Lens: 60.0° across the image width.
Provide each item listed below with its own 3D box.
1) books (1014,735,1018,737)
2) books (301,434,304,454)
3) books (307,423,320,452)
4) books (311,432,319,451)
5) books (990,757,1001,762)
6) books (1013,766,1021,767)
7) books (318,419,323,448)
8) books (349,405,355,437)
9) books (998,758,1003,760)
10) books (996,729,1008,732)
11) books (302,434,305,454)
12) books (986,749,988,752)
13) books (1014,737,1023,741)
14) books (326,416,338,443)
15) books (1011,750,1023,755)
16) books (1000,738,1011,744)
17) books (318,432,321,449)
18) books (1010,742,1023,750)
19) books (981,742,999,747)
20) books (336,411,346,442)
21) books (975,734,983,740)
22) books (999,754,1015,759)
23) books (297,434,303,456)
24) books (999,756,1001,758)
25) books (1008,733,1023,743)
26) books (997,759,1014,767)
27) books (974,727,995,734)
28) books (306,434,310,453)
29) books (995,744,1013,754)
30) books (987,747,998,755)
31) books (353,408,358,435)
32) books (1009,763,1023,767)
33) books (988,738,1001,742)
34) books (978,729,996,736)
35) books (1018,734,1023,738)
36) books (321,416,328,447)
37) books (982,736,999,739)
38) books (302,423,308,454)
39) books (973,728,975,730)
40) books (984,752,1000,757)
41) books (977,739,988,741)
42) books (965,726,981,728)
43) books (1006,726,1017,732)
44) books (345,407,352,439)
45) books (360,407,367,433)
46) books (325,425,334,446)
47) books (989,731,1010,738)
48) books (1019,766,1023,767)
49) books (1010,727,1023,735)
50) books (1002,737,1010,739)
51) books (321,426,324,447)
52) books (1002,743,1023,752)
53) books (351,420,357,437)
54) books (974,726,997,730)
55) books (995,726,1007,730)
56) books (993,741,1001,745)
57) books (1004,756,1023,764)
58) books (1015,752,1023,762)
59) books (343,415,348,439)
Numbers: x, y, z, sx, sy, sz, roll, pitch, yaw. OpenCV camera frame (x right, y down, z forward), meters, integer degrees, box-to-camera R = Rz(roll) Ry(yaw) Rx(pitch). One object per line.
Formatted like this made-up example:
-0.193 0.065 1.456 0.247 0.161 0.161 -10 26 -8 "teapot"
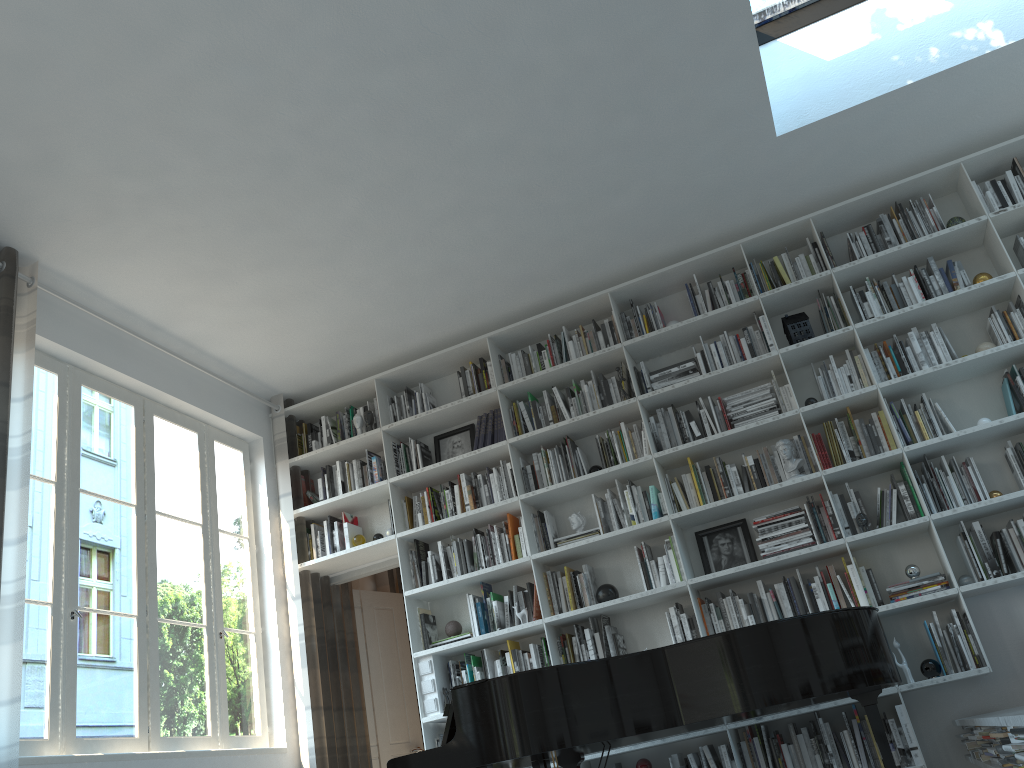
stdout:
1.377 0.877 2.270 0.178 0.010 0.196 -22 -27 20 "books"
-1.431 0.476 6.249 0.024 0.227 0.130 -19 -26 16 "books"
-1.365 0.423 6.216 0.025 0.268 0.177 -19 -26 16 "books"
-1.333 0.451 6.192 0.028 0.185 0.182 -19 -26 16 "books"
1.869 1.379 3.288 0.157 0.014 0.181 -18 -26 13 "books"
1.517 1.064 2.488 0.171 0.005 0.298 -19 -26 15 "books"
-1.293 0.396 6.206 0.010 0.280 0.161 -19 -26 16 "books"
-1.080 0.312 6.161 0.029 0.313 0.129 -19 -25 16 "books"
1.745 1.274 3.023 0.161 0.008 0.255 -22 -27 20 "books"
1.621 1.075 2.792 0.157 0.007 0.269 -19 -26 16 "books"
-1.413 0.467 6.233 0.023 0.222 0.151 -19 -26 16 "books"
1.863 1.350 3.301 0.165 0.011 0.205 -19 -26 16 "books"
1.389 0.888 2.261 0.175 0.006 0.252 -19 -26 16 "books"
-1.202 0.365 6.158 0.057 0.261 0.191 -19 -26 16 "books"
1.505 1.025 2.508 0.171 0.007 0.261 -21 -26 18 "books"
1.627 1.106 2.779 0.142 0.017 0.240 -17 -25 12 "books"
-1.298 0.446 6.208 0.031 0.195 0.145 -19 -26 16 "books"
1.385 0.907 2.256 0.168 0.013 0.282 -17 -25 11 "books"
1.855 1.334 3.311 0.159 0.011 0.247 -17 -25 12 "books"
-1.154 0.346 6.163 0.039 0.281 0.182 -19 -26 16 "books"
1.838 1.307 3.329 0.183 0.016 0.199 -22 -27 20 "books"
1.622 1.145 2.766 0.177 0.011 0.221 -20 -26 18 "books"
-1.456 0.478 6.234 0.014 0.218 0.189 -19 -26 16 "books"
1.874 1.367 3.290 0.140 0.008 0.284 -18 -26 14 "books"
1.510 0.991 2.519 0.141 0.028 0.223 -17 -25 11 "books"
1.617 1.164 2.761 0.189 0.009 0.291 -21 -26 18 "books"
1.842 1.291 3.333 0.171 0.015 0.253 -18 -26 13 "books"
-1.379 0.465 6.212 0.024 0.194 0.167 -19 -26 16 "books"
1.621 1.128 2.773 0.160 0.025 0.245 -17 -25 11 "books"
1.735 1.240 3.039 0.182 0.013 0.288 -20 -26 17 "books"
-1.038 0.314 6.137 0.013 0.274 0.159 -19 -26 16 "books"
1.510 1.052 2.496 0.180 0.008 0.268 -19 -26 15 "books"
1.737 1.208 3.050 0.169 0.009 0.242 -19 -26 16 "books"
1.723 1.190 3.063 0.179 0.012 0.250 -18 -26 13 "books"
1.264 0.777 2.005 0.176 0.010 0.267 -17 -25 12 "books"
-1.255 0.381 6.193 0.028 0.282 0.190 -19 -26 16 "books"
1.728 1.201 3.057 0.165 0.014 0.236 -17 -25 11 "books"
-1.406 0.430 6.233 0.014 0.284 0.175 -19 -26 16 "books"
1.964 1.387 3.604 0.159 0.006 0.286 -20 -26 17 "books"
1.861 1.362 3.298 0.159 0.012 0.293 -18 -26 13 "books"
1.846 1.315 3.322 0.169 0.009 0.242 -17 -25 12 "books"
1.827 1.275 3.345 0.193 0.005 0.225 -17 -25 12 "books"
1.374 0.866 2.276 0.183 0.016 0.257 -21 -26 18 "books"
-1.103 0.320 6.155 0.014 0.303 0.146 -19 -26 16 "books"
-0.980 0.302 6.111 0.021 0.252 0.179 -19 -26 16 "books"
-1.225 0.403 6.161 0.030 0.205 0.176 -19 -26 16 "books"
1.611 1.089 2.792 0.170 0.014 0.282 -18 -26 13 "books"
1.391 0.957 2.235 0.191 0.006 0.276 -20 -26 17 "books"
1.255 0.768 2.012 0.192 0.014 0.257 -17 -25 12 "books"
1.627 1.094 2.783 0.150 0.008 0.218 -19 -26 15 "books"
-1.269 0.418 6.197 0.024 0.226 0.158 -19 -26 16 "books"
1.500 1.015 2.514 0.180 0.016 0.183 -18 -26 13 "books"
-1.049 0.357 6.118 0.024 0.186 0.160 -19 -26 16 "books"
1.842 1.278 3.338 0.174 0.011 0.228 -19 -26 15 "books"
1.617 1.070 2.796 0.160 0.008 0.240 -20 -26 17 "books"
1.743 1.215 3.046 0.155 0.009 0.298 -20 -26 17 "books"
1.503 1.044 2.502 0.189 0.013 0.216 -18 -26 14 "books"
1.388 0.929 2.246 0.191 0.015 0.247 -20 -26 17 "books"
-1.113 0.353 6.164 0.030 0.256 0.130 -19 -26 16 "books"
